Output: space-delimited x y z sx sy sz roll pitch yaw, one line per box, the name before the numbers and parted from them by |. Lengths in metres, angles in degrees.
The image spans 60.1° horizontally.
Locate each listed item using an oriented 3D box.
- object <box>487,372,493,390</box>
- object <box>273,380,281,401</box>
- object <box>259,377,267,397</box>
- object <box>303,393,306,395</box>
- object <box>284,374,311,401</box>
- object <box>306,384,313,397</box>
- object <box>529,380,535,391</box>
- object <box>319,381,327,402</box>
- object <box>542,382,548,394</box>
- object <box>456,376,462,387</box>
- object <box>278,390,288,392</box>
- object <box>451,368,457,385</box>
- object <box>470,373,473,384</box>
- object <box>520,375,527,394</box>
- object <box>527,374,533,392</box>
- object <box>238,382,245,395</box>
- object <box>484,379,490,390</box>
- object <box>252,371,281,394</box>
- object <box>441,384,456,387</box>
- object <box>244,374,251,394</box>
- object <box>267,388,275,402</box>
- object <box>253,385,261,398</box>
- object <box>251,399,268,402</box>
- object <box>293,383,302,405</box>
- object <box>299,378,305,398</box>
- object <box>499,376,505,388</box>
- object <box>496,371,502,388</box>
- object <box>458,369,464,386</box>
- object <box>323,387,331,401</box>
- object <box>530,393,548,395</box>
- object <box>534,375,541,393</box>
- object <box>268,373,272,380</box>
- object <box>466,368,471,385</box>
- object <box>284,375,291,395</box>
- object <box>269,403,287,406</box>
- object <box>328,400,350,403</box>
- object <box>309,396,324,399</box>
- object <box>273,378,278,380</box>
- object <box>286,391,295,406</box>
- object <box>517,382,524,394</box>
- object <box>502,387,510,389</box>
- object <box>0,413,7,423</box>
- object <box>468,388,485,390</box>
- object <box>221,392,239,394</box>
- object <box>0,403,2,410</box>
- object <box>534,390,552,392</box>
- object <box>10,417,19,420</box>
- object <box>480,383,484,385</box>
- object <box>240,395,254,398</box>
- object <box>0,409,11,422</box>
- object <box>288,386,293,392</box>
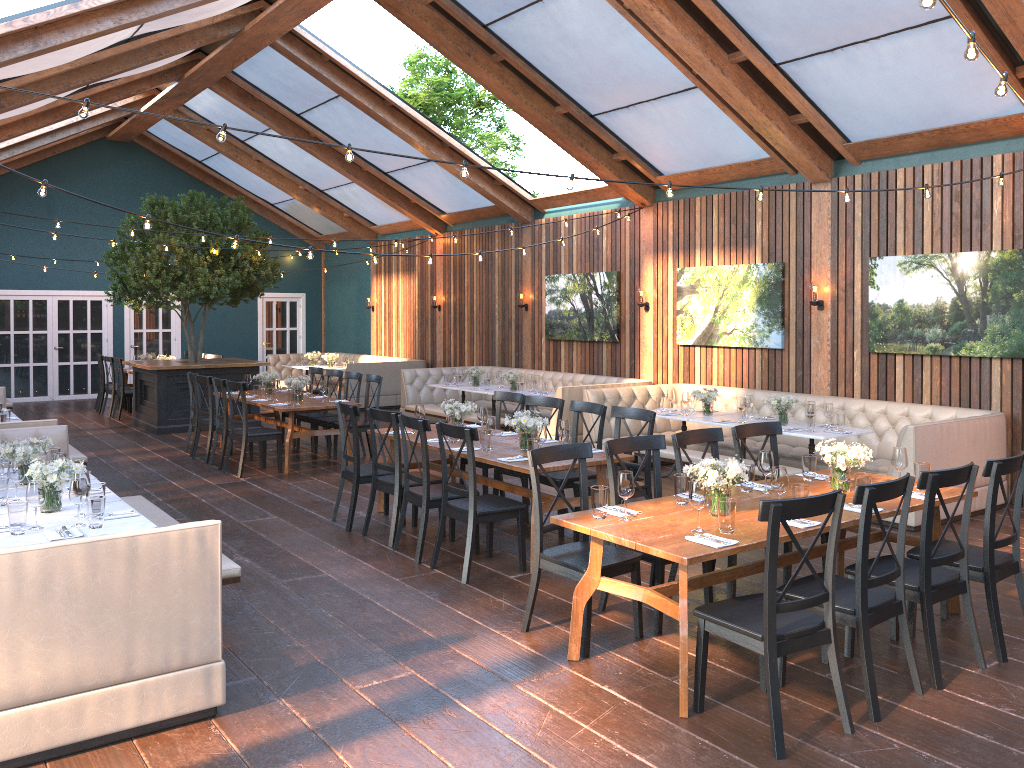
object | -0.314 -0.043 12.551 0.092 0.244 0.092 0 1 13
object | -2.782 0.074 10.461 0.092 0.244 0.092 -1 2 -32
object | -3.060 0.040 10.879 0.092 0.244 0.092 -1 2 -38
object | -2.677 0.127 11.224 0.255 0.019 0.158 -3 6 -35
object | -2.530 0.044 10.417 0.329 0.309 0.337 0 3 2
object | -2.493 0.080 10.896 0.092 0.158 0.092 1 2 21
object | 0.283 0.021 12.281 0.092 0.158 0.092 2 2 41
object | -2.204 0.085 10.317 0.092 0.244 0.092 0 1 -10
object | 0.445 0.050 11.927 0.092 0.158 0.092 0 2 1
object | -0.789 -0.043 13.082 0.092 0.158 0.092 2 2 41
object | -3.023 0.085 11.691 0.255 0.019 0.158 -3 6 -35
object | -0.885 -0.112 13.390 0.092 0.244 0.092 0 1 13
object | -0.615 -0.082 13.546 0.092 0.158 0.092 2 2 41
object | 0.149 0.010 11.903 0.092 0.244 0.092 -1 2 -32
object | 0.249 -0.013 12.177 0.092 0.244 0.092 0 1 13
object | -3.438 0.053 11.240 0.092 0.158 0.092 -1 2 -19
object | -0.348 0.008 12.447 0.092 0.158 0.092 2 2 41
object | -3.113 -0.027 11.289 0.336 0.309 0.329 -2 4 -40
object | -0.921 0.018 13.185 0.255 0.019 0.158 -3 6 -35
object | -3.396 0.000 11.368 0.092 0.244 0.092 0 1 13
object | -2.816 0.128 10.322 0.092 0.158 0.092 0 2 -9
object | -3.096 0.092 10.760 0.092 0.158 0.092 -1 2 -29
object | -2.937 0.187 10.458 0.255 0.019 0.158 -3 6 -35
object | -2.420 0.112 9.993 0.092 0.244 0.092 -1 2 -32
object | -2.559 0.047 10.764 0.092 0.244 0.092 0 1 7
object | -0.152 -0.029 12.893 0.092 0.158 0.092 2 2 41
object | -0.186 -0.063 12.789 0.092 0.244 0.092 0 1 13
object | -0.755 -0.095 13.186 0.092 0.244 0.092 0 1 13
object | -2.177 0.120 10.412 0.092 0.158 0.092 0 2 1
object | 0.343 0.131 11.795 0.157 0.019 0.255 -3 6 -35
object | 0.341 0.005 11.960 0.092 0.244 0.092 0 1 13
object | -3.216 -0.026 11.684 0.092 0.244 0.092 1 2 35
object | -0.649 -0.116 13.442 0.092 0.244 0.092 0 1 13
object | -2.840 0.013 11.215 0.092 0.244 0.092 -1 2 -38
object | -2.602 0.225 9.982 0.255 0.019 0.158 -3 6 -35
object | -2.033 0.198 10.302 0.255 0.019 0.158 -3 6 -35
object | -2.372 0.159 10.781 0.255 0.019 0.158 -3 6 -35
object | -3.141 0.006 11.813 0.092 0.158 0.092 0 2 -9
object | -2.466 0.166 9.853 0.092 0.158 0.092 0 2 1
object | 0.115 0.061 11.799 0.092 0.158 0.092 2 2 41
object | -0.019 0.049 12.793 0.255 0.019 0.158 -3 6 -35
object | -4.760 0.359 8.241 0.092 0.158 0.092 0 2 1
object | -0.480 0.070 12.550 0.255 0.019 0.158 -3 6 -35
object | -3.589 0.113 11.364 0.255 0.019 0.158 -3 6 -35
object | -5.359 0.280 9.214 0.092 0.158 0.092 2 2 41
object | 0.415 0.099 12.181 0.255 0.019 0.158 -3 6 -35
object | -5.223 0.358 9.108 0.255 0.019 0.158 -3 6 -35
object | -0.483 -0.004 13.446 0.255 0.019 0.158 -3 6 -35
object | -3.224 0.152 10.882 0.255 0.019 0.158 -3 6 -35
object | -4.921 0.330 8.596 0.092 0.158 0.092 2 2 41
object | -2.825 0.042 11.317 0.092 0.158 0.092 0 2 -9
